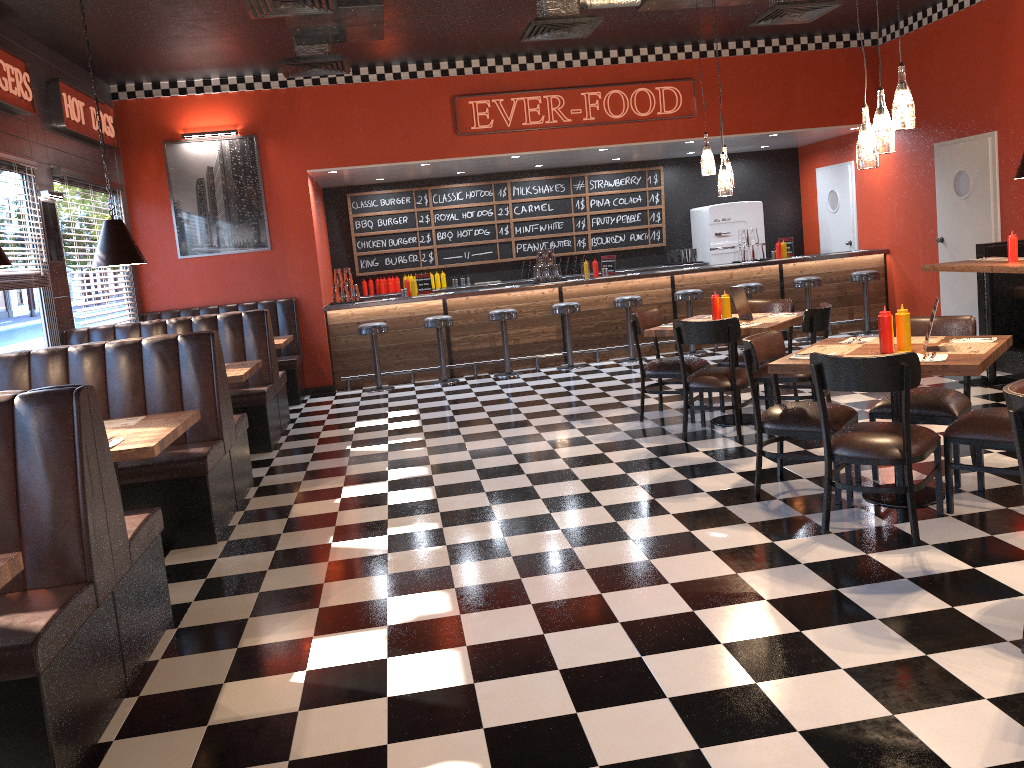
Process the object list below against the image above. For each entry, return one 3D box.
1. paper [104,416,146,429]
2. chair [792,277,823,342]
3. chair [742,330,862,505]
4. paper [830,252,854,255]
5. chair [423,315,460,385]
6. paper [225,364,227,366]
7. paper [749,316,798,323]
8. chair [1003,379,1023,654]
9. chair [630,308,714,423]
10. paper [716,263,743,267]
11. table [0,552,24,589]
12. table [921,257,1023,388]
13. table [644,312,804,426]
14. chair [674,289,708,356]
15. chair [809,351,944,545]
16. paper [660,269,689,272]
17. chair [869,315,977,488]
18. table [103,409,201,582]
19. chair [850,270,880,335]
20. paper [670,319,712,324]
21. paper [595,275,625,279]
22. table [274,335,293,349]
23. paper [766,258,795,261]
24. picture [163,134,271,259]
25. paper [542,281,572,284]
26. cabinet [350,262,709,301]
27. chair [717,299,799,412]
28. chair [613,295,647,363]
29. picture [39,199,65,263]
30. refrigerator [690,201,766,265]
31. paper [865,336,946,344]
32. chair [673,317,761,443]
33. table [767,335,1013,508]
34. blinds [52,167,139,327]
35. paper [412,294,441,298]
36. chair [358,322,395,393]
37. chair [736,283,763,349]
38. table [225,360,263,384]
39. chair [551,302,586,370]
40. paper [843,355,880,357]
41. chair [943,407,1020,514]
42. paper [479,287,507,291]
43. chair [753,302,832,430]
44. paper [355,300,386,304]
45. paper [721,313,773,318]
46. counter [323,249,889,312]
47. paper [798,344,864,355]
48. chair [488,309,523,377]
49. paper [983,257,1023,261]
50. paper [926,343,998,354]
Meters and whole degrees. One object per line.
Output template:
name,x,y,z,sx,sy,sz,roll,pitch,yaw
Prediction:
paper,-2.119,0.212,4.599,0.365,0.001,0.262,-7,9,-10
chair,3.628,-0.921,10.832,0.348,0.771,0.350,-6,7,-2
chair,1.575,0.156,4.877,0.544,0.863,0.489,-1,8,35
paper,4.228,-1.671,11.301,0.365,0.001,0.262,-5,9,3
chair,-0.819,-0.402,10.261,0.348,0.771,0.350,1,9,42
paper,-2.442,-0.126,6.976,0.365,0.001,0.262,-6,9,-5
paper,1.910,-0.471,6.491,0.261,0.001,0.367,1,11,37
chair,1.929,0.429,2.895,0.544,0.863,0.489,1,9,41
chair,1.265,-0.164,7.133,0.544,0.863,0.489,-1,8,32
paper,2.698,-1.493,11.111,0.365,0.001,0.262,-6,9,-6
table,-2.106,1.014,1.945,1.693,0.770,0.961,-7,8,-7
table,3.972,-0.437,6.771,0.696,0.994,1.700,-6,8,-7
table,1.689,-0.098,6.748,0.956,0.770,0.965,0,10,37
chair,2.146,-0.748,10.642,0.348,0.771,0.350,0,8,38
chair,1.717,0.250,4.179,0.486,0.863,0.547,0,9,38
paper,1.980,-1.404,10.984,0.366,0.001,0.262,-7,9,-11
chair,2.316,0.070,4.966,0.486,0.863,0.547,0,9,40
table,-2.431,0.682,4.285,1.693,0.770,0.961,-7,8,-7
chair,4.370,-1.007,10.927,0.348,0.771,0.350,0,8,38
paper,1.376,-0.482,6.894,0.261,0.001,0.367,1,11,37
paper,1.209,-1.315,10.890,0.365,0.001,0.262,-6,9,-6
table,-3.087,0.015,8.993,1.693,0.770,0.961,-7,8,-7
paper,3.437,-1.578,11.199,0.365,0.001,0.262,-7,9,-6
picture,-3.319,-2.112,9.988,1.024,1.295,0.016,-6,6,-7
paper,0.528,-1.236,10.809,0.365,0.001,0.262,-6,9,-6
cabinet,0.192,-0.980,12.624,5.287,0.994,0.678,-7,7,-7
chair,1.989,-0.233,7.124,0.547,0.863,0.487,-11,9,-40
chair,1.405,-0.661,10.546,0.348,0.771,0.350,0,8,38
picture,-3.913,-1.296,7.541,0.012,0.534,0.353,-6,7,-7
refrigerator,3.174,-1.713,12.869,0.803,1.794,0.853,-6,7,-7
paper,2.152,-0.240,4.852,0.365,0.001,0.262,1,11,36
chair,1.461,-0.060,6.335,0.486,0.863,0.547,-1,8,32
table,2.000,0.202,4.618,0.960,0.770,0.962,0,10,37
blinds,-4.042,-1.218,8.749,0.099,1.626,1.878,-6,8,-7
paper,-1.010,-1.055,10.601,0.365,0.001,0.262,-6,9,-6
chair,-1.560,-0.315,10.166,0.348,0.771,0.350,0,8,38
chair,2.887,-0.834,10.737,0.348,0.771,0.350,-6,7,-7
table,-2.761,0.347,6.653,1.693,0.770,0.961,-7,8,-7
chair,0.663,-0.575,10.451,0.348,0.771,0.350,-1,8,33
paper,1.768,-0.119,4.312,0.365,0.001,0.262,1,11,36
chair,2.414,0.176,4.227,0.488,0.863,0.545,-12,9,-43
paper,-0.217,-1.151,10.726,0.365,0.001,0.262,-6,9,-6
chair,2.057,-0.131,6.425,0.544,0.863,0.489,-1,8,32
paper,-1.675,-0.976,10.502,0.365,0.001,0.262,-6,9,-6
paper,1.832,-0.537,6.960,0.365,0.001,0.262,2,11,40
counter,1.239,-1.317,11.054,7.044,0.050,0.679,-7,9,-7
paper,1.714,-0.186,4.772,0.261,0.001,0.367,1,11,35
chair,-0.078,-0.488,10.356,0.348,0.771,0.350,1,9,42
paper,4.034,-1.008,7.151,0.261,0.001,0.367,-6,9,-5
paper,2.235,-0.178,4.398,0.261,0.001,0.367,1,11,38
